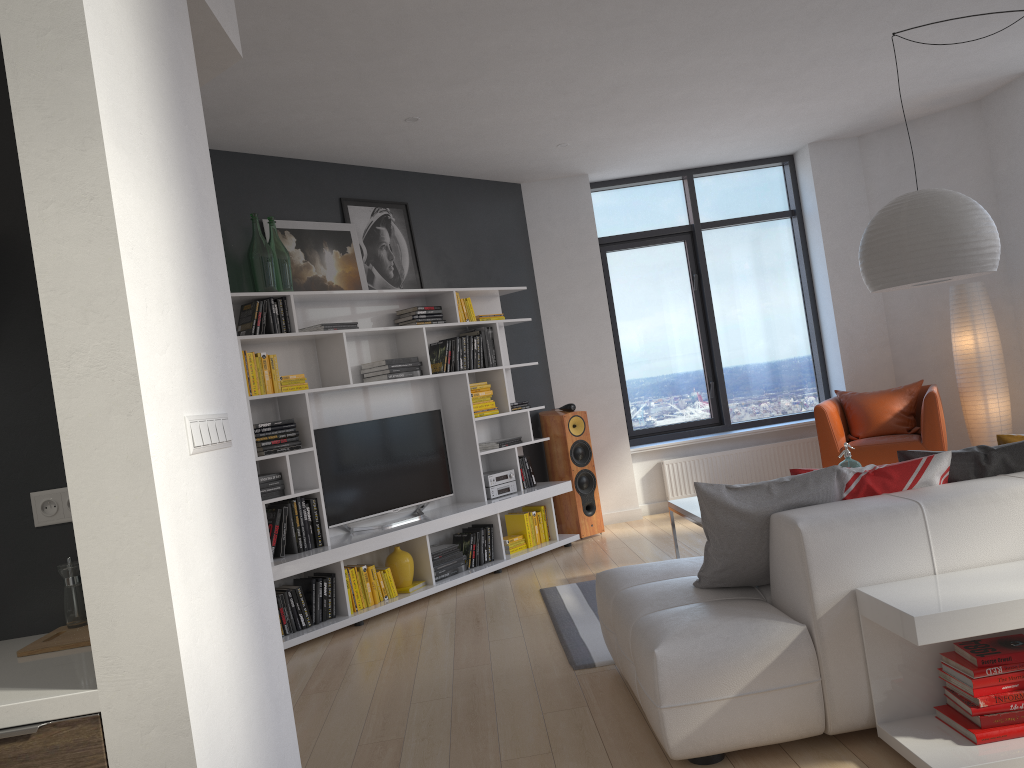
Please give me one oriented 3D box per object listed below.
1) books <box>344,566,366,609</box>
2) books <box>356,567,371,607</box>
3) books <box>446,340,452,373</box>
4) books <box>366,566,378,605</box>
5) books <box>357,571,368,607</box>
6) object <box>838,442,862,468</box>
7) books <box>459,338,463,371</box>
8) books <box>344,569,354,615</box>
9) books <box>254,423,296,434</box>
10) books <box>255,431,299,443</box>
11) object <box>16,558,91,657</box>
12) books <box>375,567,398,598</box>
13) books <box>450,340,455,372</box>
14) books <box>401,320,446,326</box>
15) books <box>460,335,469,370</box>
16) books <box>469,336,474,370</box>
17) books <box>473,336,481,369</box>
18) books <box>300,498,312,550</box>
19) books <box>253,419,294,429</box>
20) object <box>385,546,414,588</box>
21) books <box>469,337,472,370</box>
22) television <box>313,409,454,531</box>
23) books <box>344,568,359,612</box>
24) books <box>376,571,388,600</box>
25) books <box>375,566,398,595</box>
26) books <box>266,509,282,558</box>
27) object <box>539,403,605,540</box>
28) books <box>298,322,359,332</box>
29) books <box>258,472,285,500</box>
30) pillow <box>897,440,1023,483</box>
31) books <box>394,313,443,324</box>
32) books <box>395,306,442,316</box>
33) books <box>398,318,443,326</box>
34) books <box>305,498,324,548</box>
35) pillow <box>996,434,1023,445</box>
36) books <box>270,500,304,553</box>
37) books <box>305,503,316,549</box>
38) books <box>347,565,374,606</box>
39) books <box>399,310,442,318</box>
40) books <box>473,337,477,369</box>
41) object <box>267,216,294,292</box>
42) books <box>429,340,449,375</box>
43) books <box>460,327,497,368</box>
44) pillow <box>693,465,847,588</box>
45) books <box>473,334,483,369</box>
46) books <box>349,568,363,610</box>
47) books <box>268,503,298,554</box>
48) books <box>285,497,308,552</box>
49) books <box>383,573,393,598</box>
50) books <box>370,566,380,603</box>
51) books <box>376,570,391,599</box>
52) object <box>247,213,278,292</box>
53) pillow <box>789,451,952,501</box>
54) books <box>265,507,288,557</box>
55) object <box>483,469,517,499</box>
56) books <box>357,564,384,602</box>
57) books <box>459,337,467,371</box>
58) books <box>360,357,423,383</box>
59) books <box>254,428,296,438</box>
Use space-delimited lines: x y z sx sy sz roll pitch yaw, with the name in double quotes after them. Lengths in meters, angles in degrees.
-0.999 1.252 5.469 0.202 0.267 0.038 -9 -1 42 "books"
-0.963 1.253 5.490 0.180 0.252 0.041 -9 -1 42 "books"
-0.515 -0.185 6.408 0.187 0.234 0.096 -9 -1 42 "books"
-0.917 1.253 5.526 0.169 0.240 0.043 -9 -1 41 "books"
-0.971 1.268 5.471 0.156 0.230 0.042 -9 -1 40 "books"
1.740 0.459 4.788 0.330 0.265 0.330 -9 0 21 "object"
-0.435 -0.201 6.490 0.179 0.243 0.068 -9 -1 41 "books"
-1.051 1.256 5.374 0.204 0.270 0.029 -9 -1 42 "books"
-1.471 0.273 5.318 0.284 0.030 0.214 -8 -1 -40 "books"
-1.449 0.321 5.299 0.284 0.030 0.214 -8 -1 -40 "books"
-0.943 0.414 2.040 0.330 0.316 0.221 -9 0 -3 "object"
-0.813 1.261 5.641 0.148 0.193 0.067 -9 -1 43 "books"
-0.485 -0.191 6.422 0.169 0.233 0.081 -9 -1 41 "books"
-0.644 -0.420 6.327 0.284 0.030 0.214 -8 -1 -45 "books"
-0.393 -0.217 6.547 0.197 0.260 0.066 -9 -1 42 "books"
-0.362 -0.219 6.579 0.192 0.254 0.075 -9 -1 41 "books"
-0.318 -0.223 6.626 0.191 0.249 0.084 -9 -1 42 "books"
-1.312 0.850 5.373 0.239 0.315 0.034 -9 -1 42 "books"
-1.455 0.242 5.300 0.246 0.026 0.180 -8 -1 -41 "books"
-0.731 1.187 5.774 0.185 0.257 0.185 -9 0 19 "object"
-0.357 -0.212 6.544 0.172 0.242 0.069 -9 -1 43 "books"
-0.839 0.584 5.988 0.207 0.704 1.102 -9 -1 42 "television"
-1.040 1.255 5.417 0.213 0.271 0.048 -9 -1 42 "books"
-0.859 1.271 5.595 0.138 0.188 0.056 -9 -1 42 "books"
-0.804 1.260 5.665 0.149 0.193 0.046 -9 -1 43 "books"
-1.455 0.885 5.221 0.232 0.284 0.142 -9 -1 42 "books"
0.453 0.707 7.237 0.290 1.088 0.434 -8 0 -33 "object"
-1.184 -0.351 5.714 0.250 0.047 0.310 -9 0 37 "books"
-1.548 0.618 5.176 0.277 0.137 0.343 -9 -1 42 "books"
2.450 0.284 3.306 2.120 0.436 0.608 -9 0 -7 "pillow"
-0.668 -0.467 6.345 0.284 0.030 0.214 -8 -1 -45 "books"
-0.665 -0.523 6.335 0.209 0.030 0.266 -9 0 35 "books"
-0.652 -0.444 6.329 0.189 0.020 0.264 -9 -1 40 "books"
-1.259 0.851 5.425 0.230 0.297 0.051 -9 -1 42 "books"
2.622 0.277 3.852 0.630 0.440 2.095 -9 -1 44 "pillow"
-1.351 0.856 5.325 0.237 0.314 0.034 -9 -1 42 "books"
-1.282 0.866 5.394 0.200 0.272 0.028 -9 -1 42 "books"
-0.953 1.252 5.516 0.185 0.252 0.055 -9 -1 40 "books"
-0.650 -0.498 6.329 0.180 0.026 0.246 -9 -1 44 "books"
-0.334 -0.218 6.589 0.179 0.243 0.071 -9 -1 41 "books"
-1.465 -0.794 5.530 0.157 0.507 0.157 -8 0 -35 "object"
-0.534 -0.184 6.380 0.182 0.234 0.104 -9 -1 42 "books"
-0.257 -0.262 6.743 0.259 0.321 0.128 -9 -1 42 "books"
2.014 0.348 3.606 2.953 0.453 0.647 -9 0 -15 "pillow"
-0.297 -0.231 6.652 0.197 0.260 0.066 -9 -1 42 "books"
-1.020 1.259 5.447 0.198 0.258 0.066 -9 -1 42 "books"
-1.367 0.866 5.297 0.213 0.301 0.028 -9 -1 42 "books"
-1.333 0.847 5.351 0.237 0.326 0.026 -9 -1 42 "books"
-0.817 1.275 5.612 0.113 0.169 0.049 -9 -1 41 "books"
-0.916 1.255 5.557 0.171 0.235 0.043 -9 -1 40 "books"
-0.840 1.268 5.606 0.134 0.187 0.046 -9 -1 42 "books"
-1.526 -0.786 5.376 0.157 0.507 0.157 -8 0 -35 "object"
2.132 0.358 3.280 2.250 0.449 0.575 -9 0 -6 "pillow"
-1.408 0.876 5.248 0.210 0.289 0.100 -9 -1 41 "books"
-0.157 0.753 6.619 0.270 0.174 0.285 -9 -1 42 "object"
-0.901 1.253 5.586 0.172 0.235 0.056 -9 -1 41 "books"
-0.414 -0.209 6.521 0.191 0.249 0.084 -9 -1 42 "books"
-0.825 -0.093 6.094 0.277 0.137 0.343 -9 0 37 "books"
-1.456 0.297 5.301 0.264 0.020 0.189 -8 -1 -45 "books"
